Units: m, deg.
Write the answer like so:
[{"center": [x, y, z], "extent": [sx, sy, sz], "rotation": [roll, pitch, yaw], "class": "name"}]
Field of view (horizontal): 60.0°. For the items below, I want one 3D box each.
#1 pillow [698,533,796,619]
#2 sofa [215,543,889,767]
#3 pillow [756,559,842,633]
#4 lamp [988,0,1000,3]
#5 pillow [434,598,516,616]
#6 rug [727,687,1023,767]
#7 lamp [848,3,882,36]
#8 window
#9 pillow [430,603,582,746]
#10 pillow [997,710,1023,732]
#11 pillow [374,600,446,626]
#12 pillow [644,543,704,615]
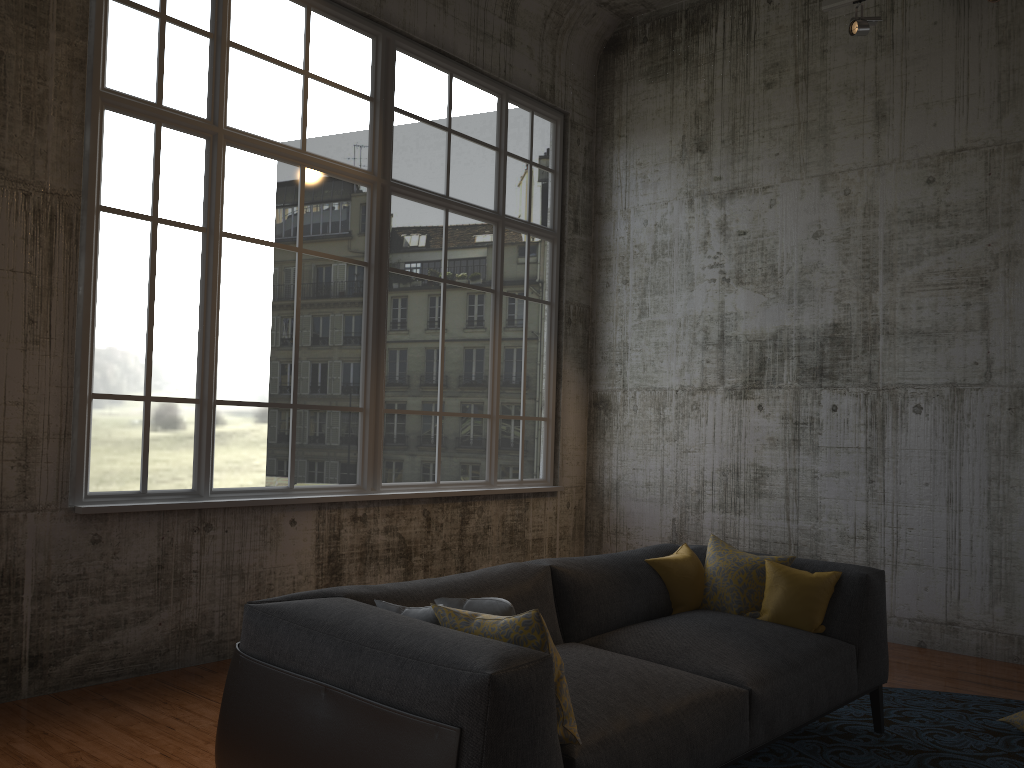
[{"center": [1.126, 1.007, 4.483], "extent": [0.260, 0.445, 0.537], "rotation": [3, -3, -42], "class": "pillow"}, {"center": [0.413, 1.232, 3.754], "extent": [1.362, 0.860, 3.007], "rotation": [-1, -4, 42], "class": "sofa"}, {"center": [1.356, 1.019, 4.246], "extent": [0.434, 0.318, 0.169], "rotation": [1, -2, 15], "class": "pillow"}, {"center": [2.865, -2.355, 5.231], "extent": [0.199, 0.228, 0.102], "rotation": [4, -2, -39], "class": "lamp"}, {"center": [-0.086, 0.873, 3.021], "extent": [0.364, 0.314, 0.171], "rotation": [0, -2, 31], "class": "pillow"}, {"center": [1.894, 1.646, 2.824], "extent": [4.846, 0.009, 4.852], "rotation": [2, -3, -3], "class": "rug"}, {"center": [2.262, -2.347, 5.727], "extent": [0.260, 0.211, 0.102], "rotation": [2, -2, -14], "class": "lamp"}, {"center": [-0.960, -0.885, 6.398], "extent": [0.050, 3.432, 4.288], "rotation": [1, -3, 41], "class": "window"}, {"center": [0.000, 0.878, 2.785], "extent": [0.260, 0.445, 0.537], "rotation": [3, -3, -42], "class": "pillow"}, {"center": [2.699, 1.658, 4.267], "extent": [0.503, 0.247, 0.481], "rotation": [1, -3, 7], "class": "pillow"}, {"center": [-0.285, 0.888, 3.039], "extent": [0.434, 0.318, 0.169], "rotation": [0, -3, 40], "class": "pillow"}, {"center": [0.874, 1.021, 4.543], "extent": [0.405, 0.371, 0.228], "rotation": [4, -3, -40], "class": "pillow"}]
